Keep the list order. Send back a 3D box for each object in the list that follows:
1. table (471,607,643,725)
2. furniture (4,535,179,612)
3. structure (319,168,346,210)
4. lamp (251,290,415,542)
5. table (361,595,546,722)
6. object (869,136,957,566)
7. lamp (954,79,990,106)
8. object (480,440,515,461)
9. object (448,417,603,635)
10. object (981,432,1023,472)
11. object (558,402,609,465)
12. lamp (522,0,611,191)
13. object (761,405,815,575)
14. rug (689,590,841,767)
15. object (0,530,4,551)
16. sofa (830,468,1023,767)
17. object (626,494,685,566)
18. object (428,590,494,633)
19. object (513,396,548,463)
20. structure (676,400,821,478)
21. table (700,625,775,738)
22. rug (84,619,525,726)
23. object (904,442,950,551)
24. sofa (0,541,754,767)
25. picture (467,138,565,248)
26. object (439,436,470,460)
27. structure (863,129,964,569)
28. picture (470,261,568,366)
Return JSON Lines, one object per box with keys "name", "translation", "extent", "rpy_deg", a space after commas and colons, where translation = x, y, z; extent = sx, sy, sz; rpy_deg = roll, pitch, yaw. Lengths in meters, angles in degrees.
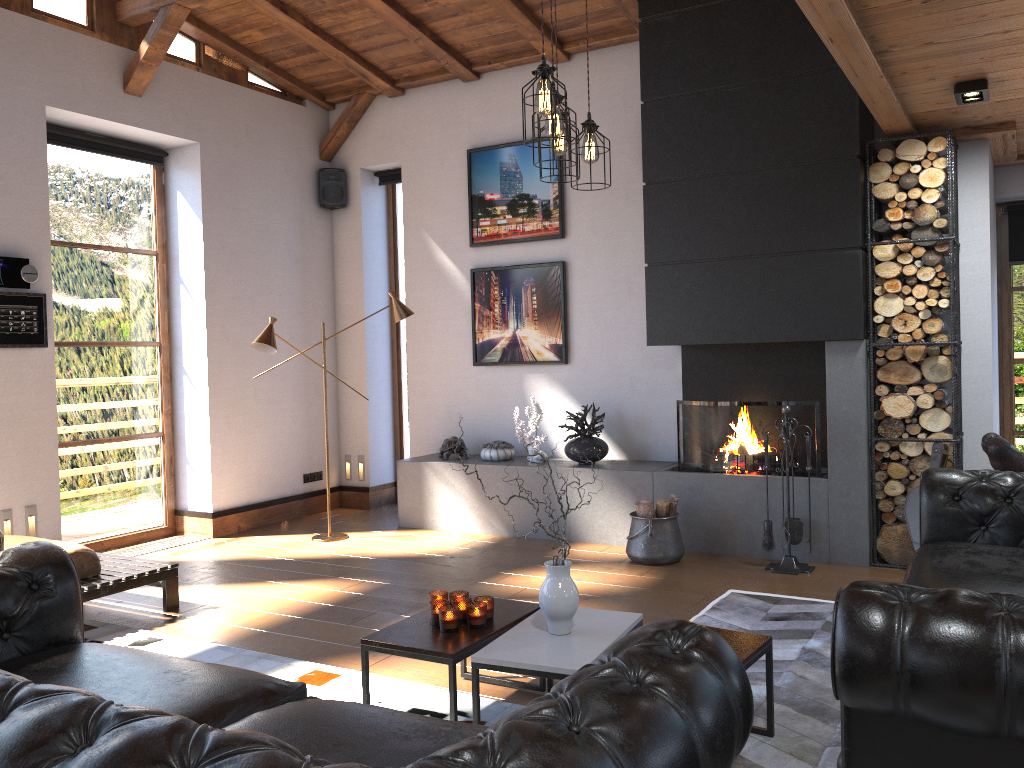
{"name": "table", "translation": [0.187, 1.071, 3.189], "extent": [0.396, 0.350, 0.656], "rpy_deg": [-1, 2, 25]}
{"name": "furniture", "translation": [-3.062, 1.097, 4.022], "extent": [1.163, 0.436, 2.789], "rpy_deg": [-1, 2, 30]}
{"name": "structure", "translation": [-1.627, -1.769, 8.033], "extent": [0.211, 0.349, 0.216], "rpy_deg": [-1, 1, 30]}
{"name": "lamp", "translation": [-1.383, 0.237, 6.728], "extent": [1.338, 1.898, 0.521], "rpy_deg": [-3, 2, -39]}
{"name": "table", "translation": [-0.204, 1.076, 3.380], "extent": [0.396, 0.350, 0.657], "rpy_deg": [-1, 2, 30]}
{"name": "object", "translation": [2.526, -0.186, 5.558], "extent": [0.488, 2.611, 0.471], "rpy_deg": [-1, 1, 29]}
{"name": "lamp", "translation": [2.383, -1.518, 4.593], "extent": [0.154, 0.068, 0.264], "rpy_deg": [-1, 2, 30]}
{"name": "object", "translation": [-0.119, 0.528, 7.066], "extent": [0.278, 0.160, 0.262], "rpy_deg": [-1, 2, 32]}
{"name": "object", "translation": [0.123, 0.494, 3.175], "extent": [0.401, 0.808, 0.627], "rpy_deg": [-1, 2, 41]}
{"name": "object", "translation": [2.435, 0.395, 4.359], "extent": [0.250, 0.319, 0.148], "rpy_deg": [-2, 1, -19]}
{"name": "object", "translation": [0.554, 0.370, 6.654], "extent": [0.337, 0.455, 0.338], "rpy_deg": [-3, 2, -35]}
{"name": "lamp", "translation": [0.181, -1.989, 3.768], "extent": [0.259, 2.201, 0.809], "rpy_deg": [-1, 1, 21]}
{"name": "object", "translation": [1.699, 0.636, 5.455], "extent": [0.309, 1.017, 0.306], "rpy_deg": [-2, 1, -15]}
{"name": "rug", "translation": [1.216, 1.216, 2.668], "extent": [2.406, 0.053, 4.088], "rpy_deg": [0, 2, 31]}
{"name": "object", "translation": [-1.909, 0.562, 3.244], "extent": [0.086, 0.286, 0.088], "rpy_deg": [-1, 2, 40]}
{"name": "sofa", "translation": [1.878, 0.798, 2.900], "extent": [1.227, 0.838, 2.593], "rpy_deg": [-1, 2, 29]}
{"name": "object", "translation": [0.932, 0.944, 5.792], "extent": [0.388, 0.431, 0.380], "rpy_deg": [-3, 2, -34]}
{"name": "object", "translation": [-0.200, 0.860, 3.391], "extent": [0.248, 0.081, 0.300], "rpy_deg": [-2, 2, -22]}
{"name": "object", "translation": [0.145, 0.349, 6.808], "extent": [0.259, 0.532, 0.427], "rpy_deg": [-2, 1, -1]}
{"name": "structure", "translation": [1.551, 0.371, 5.962], "extent": [0.972, 0.514, 0.185], "rpy_deg": [-1, 1, 29]}
{"name": "table", "translation": [0.562, 1.069, 2.937], "extent": [0.395, 0.350, 0.658], "rpy_deg": [-1, 2, 35]}
{"name": "rug", "translation": [-2.040, 1.287, 3.223], "extent": [3.768, 0.053, 2.458], "rpy_deg": [0, 2, 30]}
{"name": "object", "translation": [2.475, 0.738, 5.248], "extent": [0.266, 0.795, 0.265], "rpy_deg": [-1, 1, 13]}
{"name": "sofa", "translation": [-0.866, 0.902, 1.969], "extent": [2.540, 0.838, 1.252], "rpy_deg": [-1, 2, 29]}
{"name": "picture", "translation": [0.019, -1.554, 7.206], "extent": [0.870, 0.816, 0.036], "rpy_deg": [-1, 1, 29]}
{"name": "object", "translation": [-0.471, 0.520, 7.241], "extent": [0.228, 0.183, 0.403], "rpy_deg": [-2, 2, -16]}
{"name": "structure", "translation": [2.527, -0.192, 5.546], "extent": [0.496, 2.616, 0.517], "rpy_deg": [-1, 1, 30]}
{"name": "picture", "translation": [0.046, -0.560, 7.225], "extent": [0.870, 0.816, 0.036], "rpy_deg": [-1, 1, 29]}
